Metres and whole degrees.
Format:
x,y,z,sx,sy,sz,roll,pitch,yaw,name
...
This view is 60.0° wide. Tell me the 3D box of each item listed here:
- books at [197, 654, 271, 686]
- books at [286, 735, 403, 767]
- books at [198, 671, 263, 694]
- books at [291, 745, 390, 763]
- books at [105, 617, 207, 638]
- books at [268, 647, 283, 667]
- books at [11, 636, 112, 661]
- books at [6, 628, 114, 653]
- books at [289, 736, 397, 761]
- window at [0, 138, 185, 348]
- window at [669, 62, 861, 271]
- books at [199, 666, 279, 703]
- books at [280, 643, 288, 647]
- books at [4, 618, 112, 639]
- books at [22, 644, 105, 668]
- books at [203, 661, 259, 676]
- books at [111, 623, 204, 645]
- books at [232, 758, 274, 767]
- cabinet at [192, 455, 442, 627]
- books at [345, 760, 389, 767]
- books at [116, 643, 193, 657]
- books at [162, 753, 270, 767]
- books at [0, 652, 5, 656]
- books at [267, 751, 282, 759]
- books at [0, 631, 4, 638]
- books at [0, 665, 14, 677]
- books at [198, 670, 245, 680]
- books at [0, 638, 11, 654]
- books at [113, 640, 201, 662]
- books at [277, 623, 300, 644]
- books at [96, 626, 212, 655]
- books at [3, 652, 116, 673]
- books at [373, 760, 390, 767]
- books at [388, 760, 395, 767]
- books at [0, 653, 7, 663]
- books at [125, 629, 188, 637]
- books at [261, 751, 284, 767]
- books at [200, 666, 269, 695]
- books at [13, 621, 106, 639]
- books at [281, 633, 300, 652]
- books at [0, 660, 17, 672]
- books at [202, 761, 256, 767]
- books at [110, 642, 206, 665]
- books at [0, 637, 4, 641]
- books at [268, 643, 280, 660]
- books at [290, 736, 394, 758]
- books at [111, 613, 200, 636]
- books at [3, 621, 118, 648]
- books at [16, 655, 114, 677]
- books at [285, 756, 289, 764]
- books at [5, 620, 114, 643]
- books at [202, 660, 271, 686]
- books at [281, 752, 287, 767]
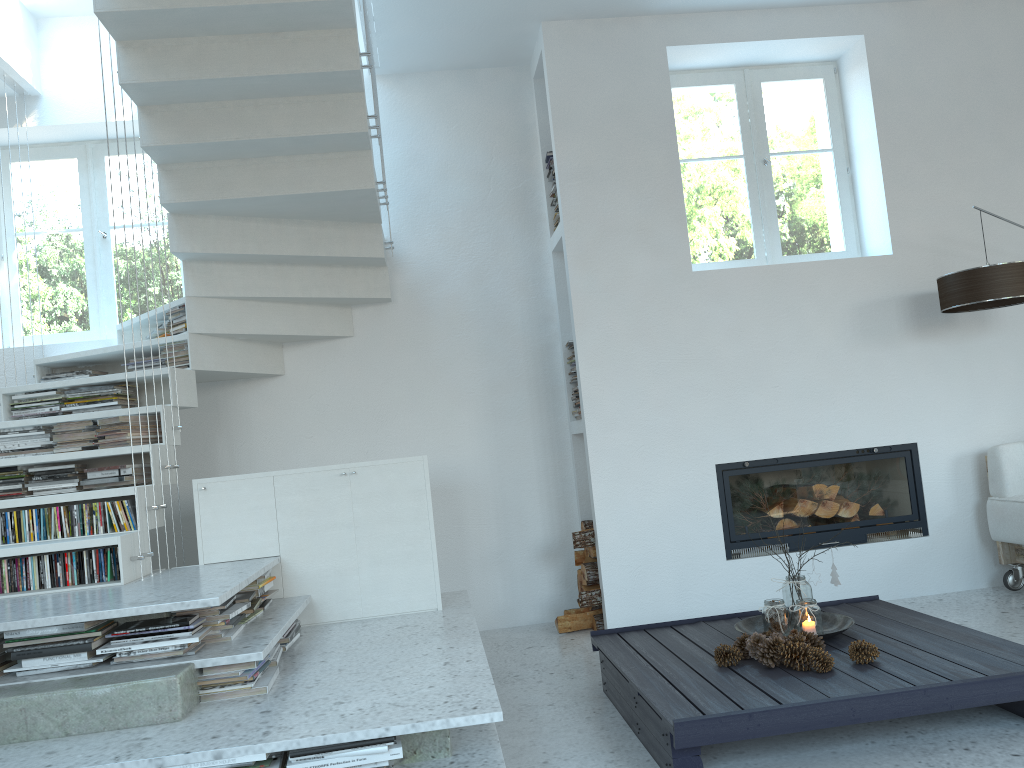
x,y,z,sx,sy,sz,roll,pitch,yaw,name
-0.875,0.899,2.797,0.159,0.012,0.292,-6,-4,-3,books
-0.433,0.958,2.308,0.287,0.027,0.157,-5,-4,-11,books
-0.875,0.925,2.796,0.159,0.008,0.285,-5,-4,-8,books
-0.435,0.938,2.310,0.243,0.015,0.165,-6,-4,-2,books
-1.110,0.762,2.776,0.269,0.009,0.132,-6,-4,-2,books
-0.891,0.957,3.078,0.169,0.019,0.232,-5,-4,-11,books
-1.381,0.804,2.730,0.230,0.026,0.177,-6,-4,-6,books
-1.382,0.787,2.726,0.250,0.009,0.187,-6,-4,-6,books
-0.436,0.924,2.304,0.266,0.010,0.176,-5,-4,-10,books
-2.421,-0.825,5.180,1.117,1.225,0.042,-6,-3,-6,window
1.415,-1.232,5.083,1.117,1.225,0.072,-6,-3,-6,window
-0.853,0.945,2.796,0.200,0.023,0.262,-5,-4,-8,books
-0.924,0.975,3.360,0.161,0.005,0.254,-5,-4,-10,books
-1.386,0.737,2.718,0.237,0.022,0.189,-6,-4,-1,books
-1.379,0.832,2.738,0.189,0.028,0.155,-6,-4,-5,books
-0.877,0.870,2.799,0.157,0.025,0.234,-5,-4,-11,books
-1.108,0.784,2.779,0.242,0.012,0.137,-6,-4,-5,books
-0.737,0.969,2.282,0.251,0.006,0.175,-6,-4,-6,books
-0.848,0.707,4.018,0.993,0.667,0.552,-6,-4,-6,cabinet
-0.433,0.983,2.327,0.224,0.019,0.137,-6,-4,-5,books
-1.104,0.815,2.766,0.208,0.015,0.153,-5,-4,-9,books
-0.739,0.939,2.273,0.256,0.016,0.183,-6,-4,-3,books
-1.682,0.841,2.691,0.187,0.015,0.178,-6,-4,-1,books
-0.739,0.963,2.294,0.284,0.008,0.133,-5,-4,-10,books
-1.687,0.781,2.687,0.256,0.014,0.192,-5,-4,-10,books
-1.678,0.895,2.707,0.262,0.016,0.132,-6,-4,-1,books
-0.889,0.889,2.797,0.132,0.010,0.257,-6,-4,-2,books
-1.684,0.820,2.698,0.250,0.029,0.174,-5,-4,-8,books
-1.102,0.829,2.759,0.212,0.014,0.161,-6,-4,-2,books
-0.918,0.954,3.362,0.190,0.018,0.288,-5,-4,-7,books
-1.104,0.794,2.754,0.297,0.014,0.185,-5,-4,-7,books
-1.376,0.850,2.731,0.292,0.007,0.155,-6,-4,-3,books
-0.428,0.998,2.294,0.205,0.017,0.187,-6,-4,-1,books
-0.425,1.030,2.299,0.230,0.017,0.184,-6,-4,-4,books
-1.681,0.861,2.701,0.192,0.024,0.167,-6,-4,-5,books
-1.111,0.774,2.802,0.190,0.011,0.091,-5,-4,-8,books
-0.734,0.986,2.273,0.281,0.013,0.168,-5,-4,-11,books
-0.875,0.932,2.795,0.164,0.006,0.264,-6,-4,-5,books
-1.386,0.753,2.732,0.208,0.008,0.170,-6,-4,-3,books
-0.917,0.986,3.360,0.177,0.018,0.250,-6,-4,-3,books
-1.680,0.881,2.717,0.258,0.013,0.136,-6,-4,-6,books
-0.738,0.952,2.273,0.196,0.010,0.178,-6,-4,-1,books
-1.102,0.841,2.774,0.249,0.009,0.144,-6,-4,-6,books
-1.688,0.798,2.709,0.208,0.017,0.145,-5,-4,-11,books
-0.903,0.942,3.078,0.158,0.012,0.273,-5,-4,-8,books
-0.437,0.912,2.297,0.256,0.014,0.192,-5,-4,-10,books
-1.111,0.751,2.773,0.228,0.014,0.149,-5,-4,-8,books
-1.384,0.771,2.730,0.281,0.013,0.168,-5,-4,-9,books
-1.375,0.863,2.735,0.230,0.020,0.142,-6,-4,-1,books
-0.734,1.002,2.283,0.290,0.004,0.150,-6,-4,-2,books
-1.385,0.761,2.731,0.260,0.007,0.171,-5,-4,-8,books
-0.870,0.910,2.797,0.168,0.012,0.210,-6,-4,-2,books
-0.735,0.998,2.292,0.292,0.007,0.131,-5,-4,-10,books
